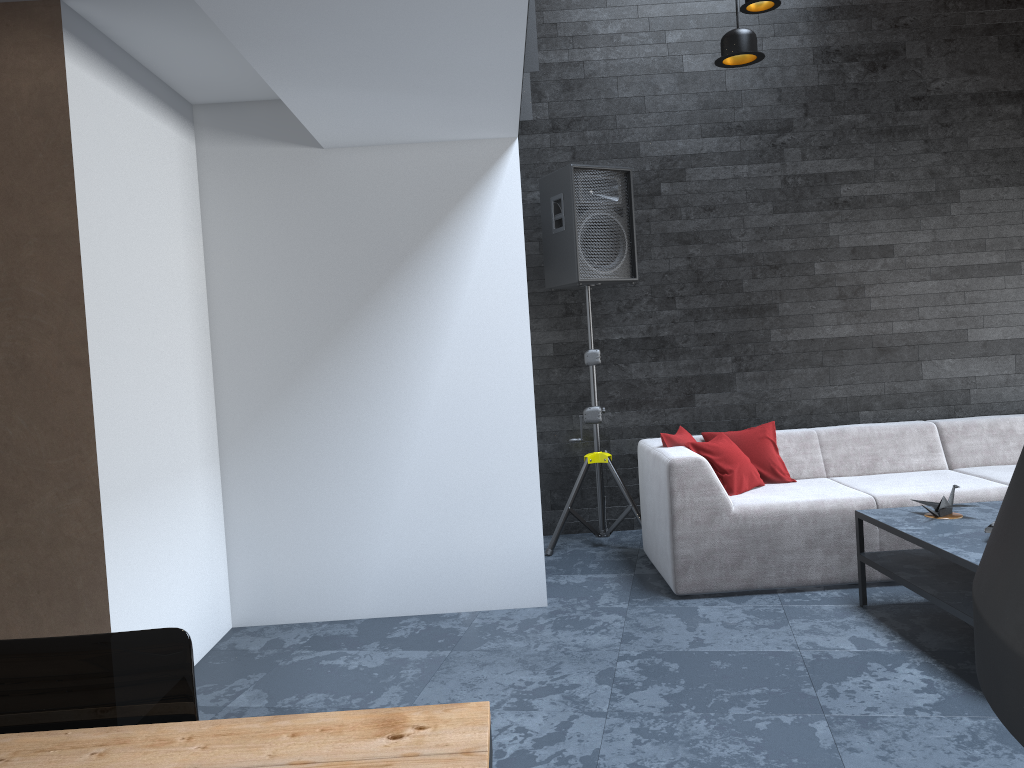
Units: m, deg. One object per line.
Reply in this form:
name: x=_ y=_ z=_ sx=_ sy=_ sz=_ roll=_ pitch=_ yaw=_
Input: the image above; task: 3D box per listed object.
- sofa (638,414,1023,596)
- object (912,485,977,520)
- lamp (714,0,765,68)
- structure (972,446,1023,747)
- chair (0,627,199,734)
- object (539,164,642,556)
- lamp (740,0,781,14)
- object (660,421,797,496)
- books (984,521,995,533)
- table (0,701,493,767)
sofa: x=2.764 y=0.566 z=4.093 sx=4.035 sy=0.693 sz=2.205 roll=-4 pitch=2 yaw=-1
object: x=1.801 y=0.498 z=3.716 sx=0.240 sy=0.117 sz=0.250 roll=-3 pitch=2 yaw=7
lamp: x=0.875 y=-2.990 z=3.750 sx=0.210 sy=3.208 sz=0.210 roll=-3 pitch=2 yaw=22
structure: x=0.681 y=-1.685 z=0.653 sx=1.689 sy=5.700 sz=1.197 roll=-4 pitch=2 yaw=-1
chair: x=-0.702 y=0.827 z=1.223 sx=0.527 sy=0.825 sz=0.599 roll=-4 pitch=2 yaw=-1
object: x=0.438 y=-0.135 z=5.365 sx=0.639 sy=2.298 sz=0.686 roll=-5 pitch=2 yaw=-29
lamp: x=1.245 y=-2.906 z=4.625 sx=0.210 sy=1.854 sz=0.210 roll=-2 pitch=3 yaw=37
object: x=1.150 y=0.404 z=4.711 sx=0.742 sy=0.354 sz=0.528 roll=-4 pitch=2 yaw=0
books: x=1.887 y=0.522 z=3.262 sx=0.210 sy=0.017 sz=0.265 roll=-2 pitch=3 yaw=41
table: x=-3.003 y=0.942 z=0.700 sx=5.999 sy=0.927 sz=1.185 roll=-4 pitch=2 yaw=-1
